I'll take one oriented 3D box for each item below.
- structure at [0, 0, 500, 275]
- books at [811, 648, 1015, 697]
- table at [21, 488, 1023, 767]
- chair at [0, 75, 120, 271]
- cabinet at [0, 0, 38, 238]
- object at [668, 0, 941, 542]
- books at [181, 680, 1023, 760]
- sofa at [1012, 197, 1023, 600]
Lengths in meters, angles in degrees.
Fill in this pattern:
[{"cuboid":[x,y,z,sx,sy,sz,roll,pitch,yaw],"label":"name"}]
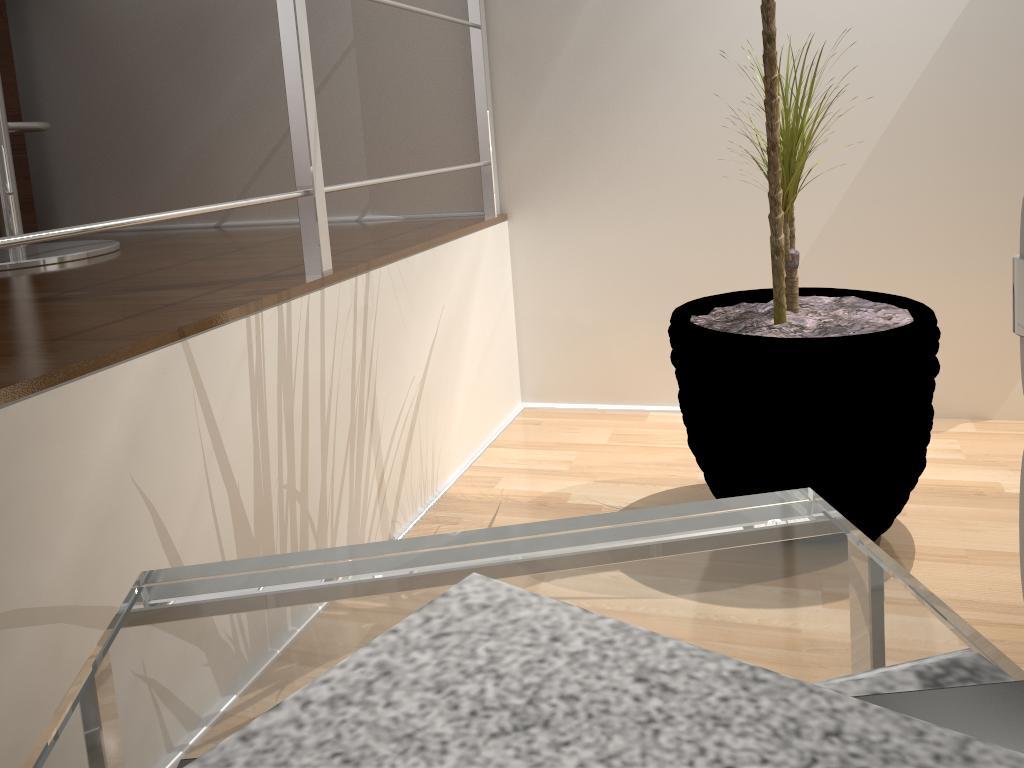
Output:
[{"cuboid":[-0.439,-0.555,0.829,0.057,1.021,2.396,-2,15,19],"label":"structure"},{"cuboid":[0.032,0.145,0.150,0.288,0.026,0.233,-8,16,-11],"label":"books"},{"cuboid":[0.035,0.353,0.272,0.465,0.390,0.566,-6,13,-6],"label":"table"},{"cuboid":[-1.021,-0.661,1.717,0.425,0.828,0.397,-2,9,14],"label":"chair"},{"cuboid":[-1.861,-0.486,1.495,0.633,0.729,1.905,-1,15,18],"label":"cabinet"},{"cuboid":[0.357,-0.490,1.246,0.441,1.440,0.513,1,10,31],"label":"object"},{"cuboid":[0.030,0.111,0.146,0.216,0.014,0.156,-5,16,-1],"label":"books"},{"cuboid":[1.336,0.055,0.366,1.784,0.722,0.931,-6,13,-6],"label":"sofa"}]
